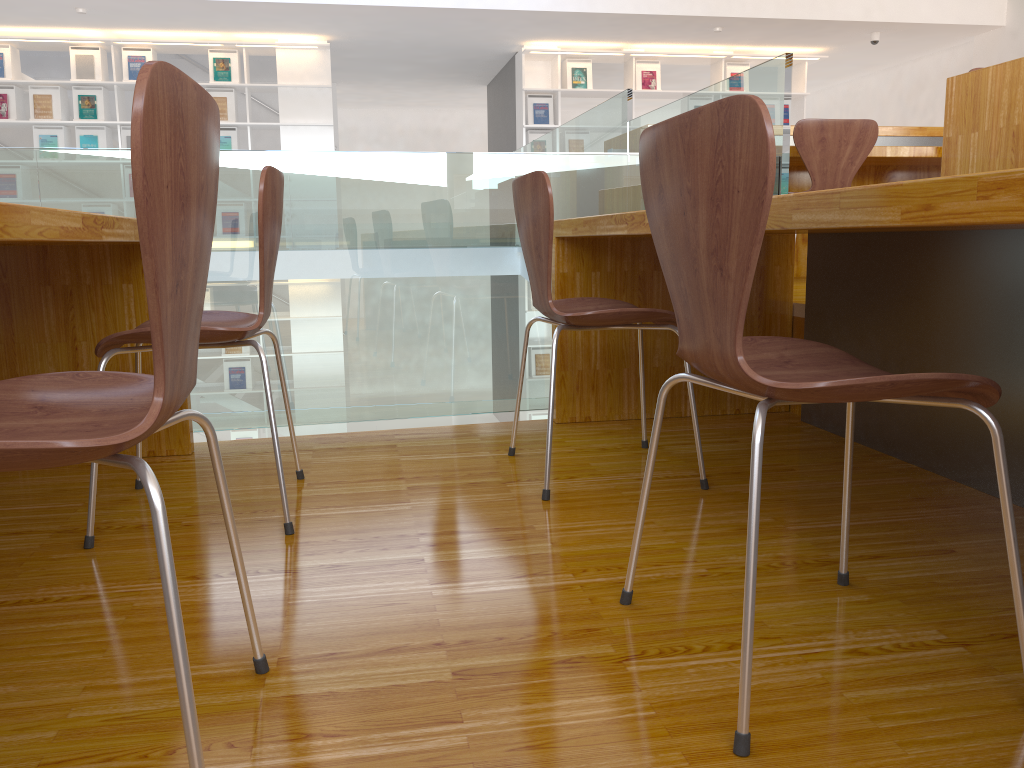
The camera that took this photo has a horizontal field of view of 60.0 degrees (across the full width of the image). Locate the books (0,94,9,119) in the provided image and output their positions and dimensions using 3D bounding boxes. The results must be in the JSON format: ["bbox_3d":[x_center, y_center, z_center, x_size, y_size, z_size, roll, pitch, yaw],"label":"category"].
[{"bbox_3d":[-4.327,-2.339,7.477,0.145,0.210,0.037,-2,9,-10],"label":"books"}]

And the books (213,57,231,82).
[{"bbox_3d":[-2.531,-2.741,7.743,0.145,0.210,0.037,-2,9,-10],"label":"books"}]

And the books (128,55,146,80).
[{"bbox_3d":[-3.220,-2.713,7.620,0.145,0.210,0.037,-2,9,-10],"label":"books"}]

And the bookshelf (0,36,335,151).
[{"bbox_3d":[-3.425,-2.086,7.788,3.666,1.836,0.498,-2,9,-10],"label":"bookshelf"}]

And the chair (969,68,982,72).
[{"bbox_3d":[1.565,-0.576,2.542,0.428,0.693,0.381,-2,9,-10],"label":"chair"}]

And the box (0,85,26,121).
[{"bbox_3d":[-4.345,-2.387,7.586,0.245,0.296,0.274,-2,9,-10],"label":"box"}]

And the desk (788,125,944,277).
[{"bbox_3d":[2.233,-0.985,4.804,3.196,0.757,1.248,-2,9,-10],"label":"desk"}]

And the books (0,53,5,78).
[{"bbox_3d":[-4.329,-2.665,7.422,0.145,0.210,0.037,-2,9,-10],"label":"books"}]

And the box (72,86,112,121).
[{"bbox_3d":[-3.651,-2.415,7.697,0.245,0.296,0.274,-2,9,-10],"label":"box"}]

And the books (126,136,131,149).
[{"bbox_3d":[-3.272,-2.050,7.716,0.145,0.210,0.037,-2,9,-10],"label":"books"}]

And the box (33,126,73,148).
[{"bbox_3d":[-3.984,-2.077,7.689,0.245,0.296,0.274,-2,9,-10],"label":"box"}]

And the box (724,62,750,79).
[{"bbox_3d":[2.196,-3.002,8.752,0.245,0.296,0.274,-2,9,-10],"label":"box"}]

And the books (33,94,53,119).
[{"bbox_3d":[-3.986,-2.353,7.539,0.145,0.210,0.037,-2,9,-10],"label":"books"}]

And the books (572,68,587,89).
[{"bbox_3d":[0.637,-2.879,8.376,0.145,0.210,0.037,-2,9,-10],"label":"books"}]

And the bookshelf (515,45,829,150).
[{"bbox_3d":[1.555,-2.300,8.673,2.984,1.836,0.498,-2,9,-10],"label":"bookshelf"}]

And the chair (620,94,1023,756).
[{"bbox_3d":[0.382,0.017,1.131,0.381,0.693,0.428,-2,9,-10],"label":"chair"}]

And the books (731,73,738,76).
[{"bbox_3d":[2.208,-2.931,8.659,0.145,0.210,0.037,-2,9,-10],"label":"books"}]

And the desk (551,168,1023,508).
[{"bbox_3d":[0.795,0.056,1.118,0.760,0.606,3.356,-2,9,-10],"label":"desk"}]

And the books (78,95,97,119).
[{"bbox_3d":[-3.635,-2.367,7.598,0.145,0.210,0.037,-2,9,-10],"label":"books"}]

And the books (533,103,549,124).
[{"bbox_3d":[0.276,-2.538,8.361,0.145,0.210,0.037,-2,9,-10],"label":"books"}]

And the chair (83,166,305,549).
[{"bbox_3d":[-0.644,-0.078,1.811,0.381,0.693,0.428,-2,9,-10],"label":"chair"}]

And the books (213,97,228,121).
[{"bbox_3d":[-2.577,-2.413,7.790,0.145,0.210,0.037,-2,9,-10],"label":"books"}]

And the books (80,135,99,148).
[{"bbox_3d":[-3.646,-2.041,7.651,0.145,0.210,0.037,-2,9,-10],"label":"books"}]

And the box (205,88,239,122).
[{"bbox_3d":[-2.581,-2.461,7.888,0.245,0.296,0.274,-2,9,-10],"label":"box"}]

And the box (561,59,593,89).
[{"bbox_3d":[0.623,-2.934,8.471,0.245,0.296,0.274,-2,9,-10],"label":"box"}]

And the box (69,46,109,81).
[{"bbox_3d":[-3.648,-2.740,7.646,0.245,0.296,0.274,-2,9,-10],"label":"box"}]

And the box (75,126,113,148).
[{"bbox_3d":[-3.651,-2.090,7.749,0.245,0.296,0.274,-2,9,-10],"label":"box"}]

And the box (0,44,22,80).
[{"bbox_3d":[-4.347,-2.711,7.522,0.245,0.296,0.274,-2,9,-10],"label":"box"}]

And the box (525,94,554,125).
[{"bbox_3d":[0.253,-2.595,8.456,0.245,0.296,0.274,-2,9,-10],"label":"box"}]

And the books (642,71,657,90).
[{"bbox_3d":[1.314,-2.893,8.500,0.145,0.210,0.037,-2,9,-10],"label":"books"}]

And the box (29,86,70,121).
[{"bbox_3d":[-3.990,-2.401,7.637,0.245,0.296,0.274,-2,9,-10],"label":"box"}]

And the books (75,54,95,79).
[{"bbox_3d":[-3.633,-2.694,7.547,0.145,0.210,0.037,-2,9,-10],"label":"books"}]

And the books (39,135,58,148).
[{"bbox_3d":[-3.965,-2.025,7.591,0.145,0.210,0.037,-2,9,-10],"label":"books"}]

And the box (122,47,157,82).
[{"bbox_3d":[-3.238,-2.758,7.719,0.245,0.296,0.274,-2,9,-10],"label":"box"}]

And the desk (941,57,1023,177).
[{"bbox_3d":[2.815,-0.396,2.053,3.194,0.762,1.247,-2,9,-10],"label":"desk"}]

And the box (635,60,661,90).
[{"bbox_3d":[1.290,-2.964,8.587,0.245,0.296,0.274,-2,9,-10],"label":"box"}]

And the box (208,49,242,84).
[{"bbox_3d":[-2.538,-2.788,7.844,0.245,0.296,0.274,-2,9,-10],"label":"box"}]

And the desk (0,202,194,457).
[{"bbox_3d":[-1.184,0.361,0.710,1.248,1.022,3.216,-2,9,-10],"label":"desk"}]

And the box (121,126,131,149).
[{"bbox_3d":[-3.287,-2.106,7.814,0.245,0.296,0.274,-2,9,-10],"label":"box"}]

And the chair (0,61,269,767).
[{"bbox_3d":[-0.469,0.071,0.868,0.381,0.693,0.428,-2,9,-10],"label":"chair"}]

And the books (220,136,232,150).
[{"bbox_3d":[-2.556,-2.085,7.843,0.145,0.210,0.037,-2,9,-10],"label":"books"}]

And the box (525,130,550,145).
[{"bbox_3d":[0.264,-2.270,8.510,0.245,0.296,0.274,-2,9,-10],"label":"box"}]

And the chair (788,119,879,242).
[{"bbox_3d":[1.352,-0.804,3.969,0.428,0.693,0.381,-2,9,-10],"label":"chair"}]

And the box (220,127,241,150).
[{"bbox_3d":[-2.575,-2.137,7.941,0.245,0.296,0.274,-2,9,-10],"label":"box"}]

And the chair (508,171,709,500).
[{"bbox_3d":[0.207,-0.133,2.075,0.381,0.693,0.428,-2,9,-10],"label":"chair"}]
